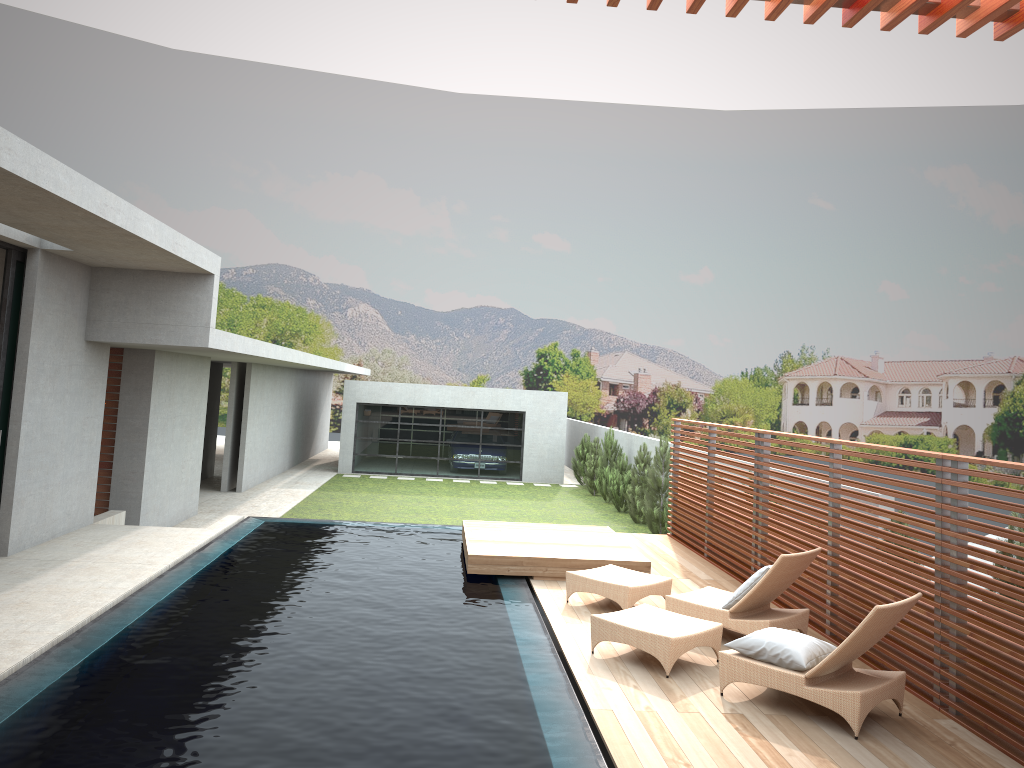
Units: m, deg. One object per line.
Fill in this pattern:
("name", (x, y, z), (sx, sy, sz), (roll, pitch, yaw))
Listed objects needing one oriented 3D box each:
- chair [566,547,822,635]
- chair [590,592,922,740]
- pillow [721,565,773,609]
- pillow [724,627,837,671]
("chair", (1.590, 1.763, 8.089), (2.294, 0.833, 0.696), (2, -3, 45))
("chair", (1.675, 1.754, 6.417), (0.697, 0.833, 2.293), (6, -3, -44))
("pillow", (2.144, 1.719, 7.564), (0.426, 0.430, 0.605), (0, -3, 44))
("pillow", (1.883, 1.820, 6.148), (0.593, 0.195, 0.592), (2, -1, 42))
